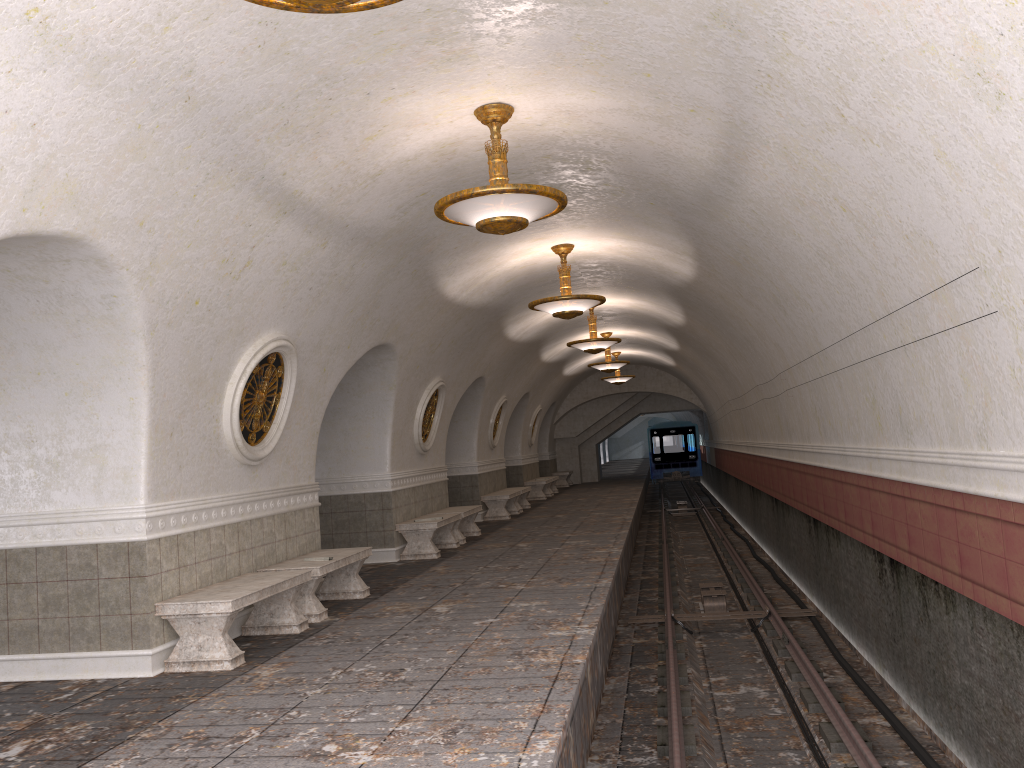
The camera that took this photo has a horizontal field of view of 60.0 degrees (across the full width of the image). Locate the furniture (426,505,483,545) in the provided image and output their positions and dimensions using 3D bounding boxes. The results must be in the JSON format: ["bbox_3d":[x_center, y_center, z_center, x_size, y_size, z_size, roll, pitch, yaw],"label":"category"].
[{"bbox_3d":[-0.924,2.340,14.736,0.613,0.508,1.509,-5,-4,9],"label":"furniture"}]

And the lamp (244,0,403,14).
[{"bbox_3d":[-0.700,-1.815,3.105,1.008,0.955,1.008,-1,-5,-35],"label":"lamp"}]

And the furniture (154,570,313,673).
[{"bbox_3d":[-2.181,1.880,7.163,0.613,0.508,1.509,-5,-4,9],"label":"furniture"}]

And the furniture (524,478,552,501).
[{"bbox_3d":[0.760,2.957,24.880,0.613,0.508,1.509,-5,-4,9],"label":"furniture"}]

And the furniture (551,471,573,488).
[{"bbox_3d":[1.790,3.334,31.087,0.613,0.508,1.509,-5,-4,9],"label":"furniture"}]

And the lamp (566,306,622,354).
[{"bbox_3d":[1.482,-1.016,16.248,1.008,0.955,1.008,-6,-5,25],"label":"lamp"}]

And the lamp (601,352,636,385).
[{"bbox_3d":[3.060,-0.438,25.758,1.008,0.955,1.008,-1,-5,-35],"label":"lamp"}]

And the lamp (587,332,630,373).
[{"bbox_3d":[2.271,-0.727,21.002,1.008,0.955,1.008,-6,-5,25],"label":"lamp"}]

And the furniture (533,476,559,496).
[{"bbox_3d":[1.035,3.057,26.536,0.613,0.508,1.509,-5,-4,9],"label":"furniture"}]

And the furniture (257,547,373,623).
[{"bbox_3d":[-1.906,1.980,8.818,0.613,0.508,1.509,-5,-4,9],"label":"furniture"}]

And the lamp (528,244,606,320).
[{"bbox_3d":[0.692,-1.305,11.492,1.008,0.955,1.008,-4,-4,-7],"label":"lamp"}]

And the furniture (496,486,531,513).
[{"bbox_3d":[0.060,2.700,20.665,0.613,0.508,1.509,-5,-4,9],"label":"furniture"}]

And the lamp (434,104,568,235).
[{"bbox_3d":[-0.103,-1.596,6.703,1.008,0.955,1.008,-4,-4,-7],"label":"lamp"}]

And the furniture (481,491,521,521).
[{"bbox_3d":[-0.215,2.600,19.009,0.613,0.508,1.509,-5,-4,9],"label":"furniture"}]

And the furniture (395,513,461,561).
[{"bbox_3d":[-1.199,2.239,13.080,0.613,0.508,1.509,-5,-4,9],"label":"furniture"}]
